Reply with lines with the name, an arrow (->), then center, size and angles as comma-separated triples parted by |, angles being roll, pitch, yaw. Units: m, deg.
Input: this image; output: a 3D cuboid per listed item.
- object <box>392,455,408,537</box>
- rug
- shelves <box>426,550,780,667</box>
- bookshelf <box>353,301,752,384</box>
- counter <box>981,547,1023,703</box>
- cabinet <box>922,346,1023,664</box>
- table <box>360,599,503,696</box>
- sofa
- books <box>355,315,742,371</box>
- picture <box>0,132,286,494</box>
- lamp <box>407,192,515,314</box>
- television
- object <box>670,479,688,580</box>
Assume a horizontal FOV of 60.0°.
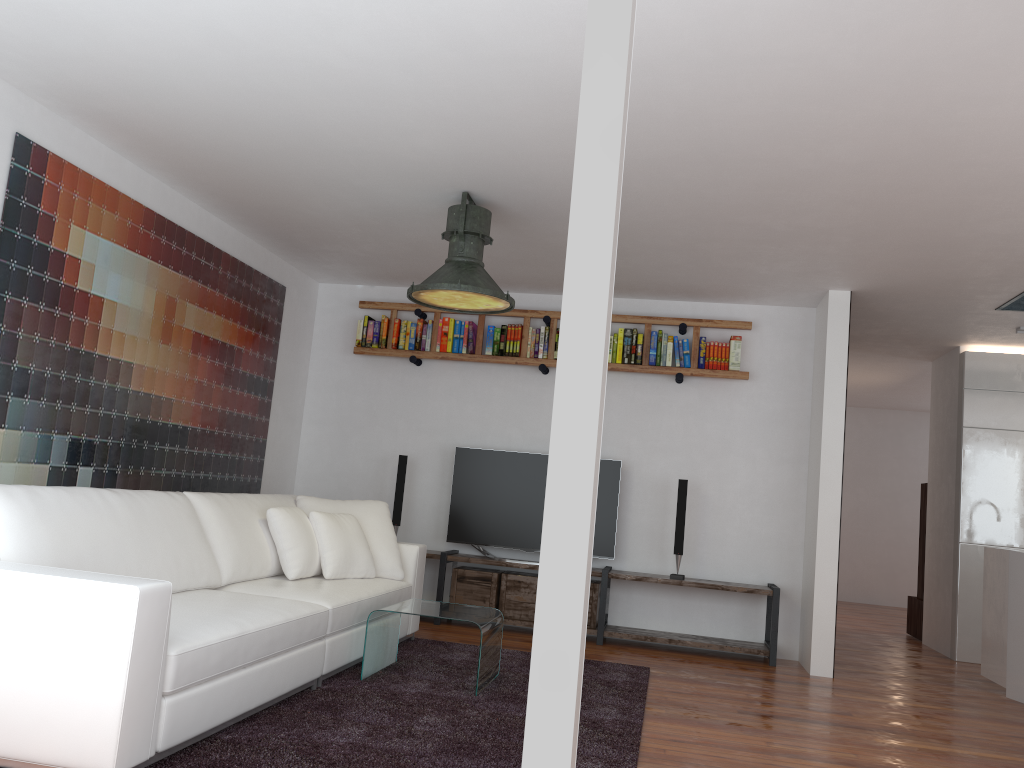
object -> -0.842, 0.873, 6.584 | 0.089, 0.687, 0.089 | 6, -7, -4
rug -> -0.392, 1.408, 3.887 | 1.895, 0.019, 3.193 | 4, -7, 11
shelves -> 0.091, 1.516, 6.375 | 3.473, 0.506, 0.414 | 4, -7, 11
bookshelf -> 0.258, -0.311, 6.698 | 2.983, 0.465, 0.161 | 4, -7, 11
counter -> 4.220, 1.570, 5.321 | 2.289, 0.903, 0.956 | 4, -7, 11
cabinet -> 4.808, 1.054, 7.250 | 2.404, 2.506, 0.946 | 4, -7, 11
table -> -0.379, 1.298, 4.442 | 0.565, 0.337, 0.551 | 4, -7, 11
sofa -> -1.294, 0.933, 4.115 | 0.987, 0.842, 3.086 | 4, -7, 11
books -> 1.703, -1.028, 6.786 | 5.671, 1.974, 0.733 | 5, -7, 0
picture -> -2.016, 0.148, 5.086 | 0.007, 2.136, 2.770 | 4, -7, 11
lamp -> -0.246, -0.708, 4.729 | 0.572, 0.561, 0.572 | 3, -7, 16
television -> 0.153, 0.900, 6.456 | 1.230, 0.786, 0.298 | 4, -7, 11
object -> 1.175, 1.011, 6.182 | 0.089, 0.687, 0.089 | 3, -8, 21
